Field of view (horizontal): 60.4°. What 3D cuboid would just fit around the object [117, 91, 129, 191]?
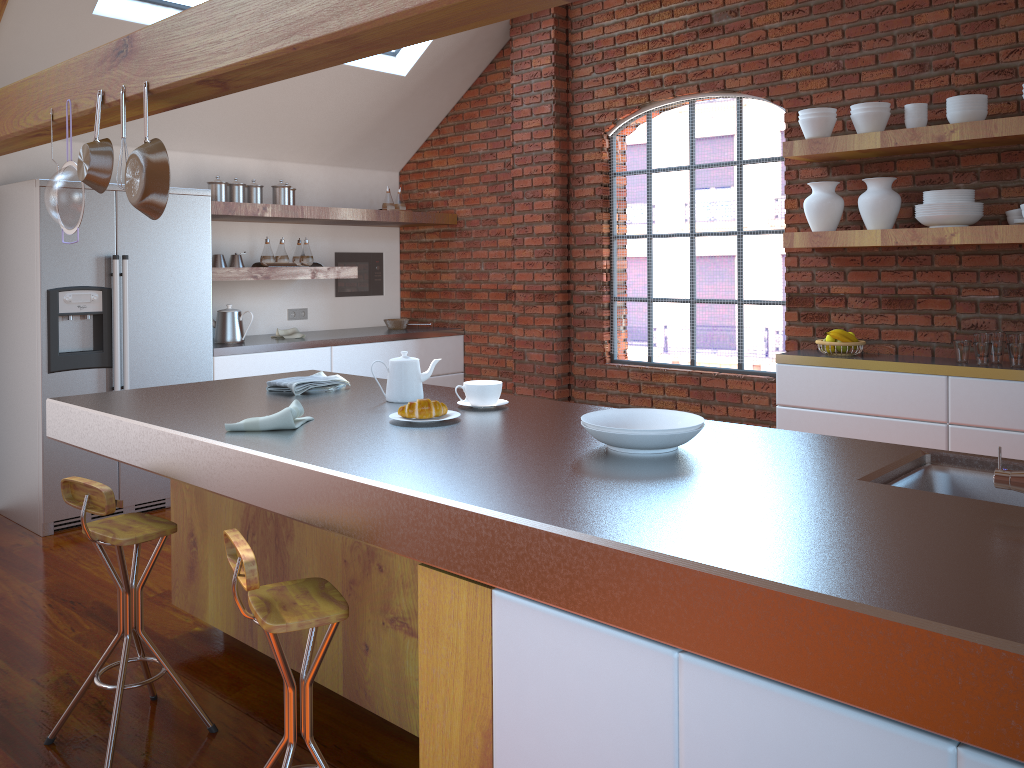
[{"bbox_3d":[-1.298,-0.813,2.941,0.046,0.331,0.045,-1,1,-22],"label":"object"}]

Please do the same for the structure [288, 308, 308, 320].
[{"bbox_3d":[-1.529,-0.497,6.255,0.033,0.080,0.161,1,5,43],"label":"structure"}]

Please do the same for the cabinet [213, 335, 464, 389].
[{"bbox_3d":[-1.285,0.119,5.981,0.713,0.815,1.992,3,7,43],"label":"cabinet"}]

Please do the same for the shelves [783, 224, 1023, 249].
[{"bbox_3d":[2.036,-0.672,4.010,1.540,0.076,0.339,7,10,43],"label":"shelves"}]

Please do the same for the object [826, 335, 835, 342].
[{"bbox_3d":[1.583,-0.223,4.372,0.045,0.053,0.052,2,4,31],"label":"object"}]

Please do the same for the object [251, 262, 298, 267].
[{"bbox_3d":[-1.530,-0.770,5.672,0.195,0.033,0.224,6,10,41],"label":"object"}]

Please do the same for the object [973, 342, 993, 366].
[{"bbox_3d":[2.072,-0.132,3.874,0.078,0.104,0.078,-1,3,-17],"label":"object"}]

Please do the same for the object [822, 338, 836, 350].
[{"bbox_3d":[1.594,-0.197,4.419,0.074,0.075,0.073,1,4,18],"label":"object"}]

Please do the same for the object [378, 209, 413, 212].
[{"bbox_3d":[-0.858,-1.254,6.398,0.195,0.033,0.224,6,10,41],"label":"object"}]

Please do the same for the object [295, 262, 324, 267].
[{"bbox_3d":[-1.394,-0.797,5.865,0.195,0.033,0.224,-6,9,-37],"label":"object"}]

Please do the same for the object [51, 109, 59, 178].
[{"bbox_3d":[-1.755,-0.910,3.376,0.023,0.288,0.059,-1,1,-32],"label":"object"}]

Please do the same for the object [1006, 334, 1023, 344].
[{"bbox_3d":[2.181,-0.162,3.803,0.078,0.104,0.078,-3,4,-35],"label":"object"}]

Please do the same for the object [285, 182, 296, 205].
[{"bbox_3d":[-1.491,-1.245,5.821,0.128,0.177,0.127,2,4,38],"label":"object"}]

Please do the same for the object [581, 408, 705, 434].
[{"bbox_3d":[0.300,0.107,2.027,0.281,0.055,0.284,1,8,15],"label":"object"}]

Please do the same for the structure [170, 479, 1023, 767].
[{"bbox_3d":[-0.015,0.645,2.192,3.129,0.763,1.027,6,8,43],"label":"structure"}]

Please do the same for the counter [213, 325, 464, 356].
[{"bbox_3d":[-1.287,-0.312,5.977,0.716,0.044,1.992,6,10,42],"label":"counter"}]

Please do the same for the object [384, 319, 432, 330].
[{"bbox_3d":[-0.776,-0.434,6.435,0.348,0.074,0.195,3,7,23],"label":"object"}]

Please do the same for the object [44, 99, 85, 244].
[{"bbox_3d":[-1.645,-0.772,3.191,0.273,0.528,0.085,1,2,43],"label":"object"}]

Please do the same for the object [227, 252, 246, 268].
[{"bbox_3d":[-1.710,-0.771,5.452,0.106,0.099,0.107,-1,4,-5],"label":"object"}]

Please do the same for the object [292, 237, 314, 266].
[{"bbox_3d":[-1.395,-0.880,5.865,0.093,0.192,0.203,-2,4,-38],"label":"object"}]

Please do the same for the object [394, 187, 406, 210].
[{"bbox_3d":[-0.823,-1.343,6.439,0.093,0.192,0.093,-1,2,-4],"label":"object"}]

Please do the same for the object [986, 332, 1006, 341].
[{"bbox_3d":[2.171,-0.180,3.943,0.078,0.104,0.078,-1,3,-17],"label":"object"}]

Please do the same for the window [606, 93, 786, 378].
[{"bbox_3d":[5.055,-0.639,4.668,17.450,9.892,3.639,3,3,33],"label":"window"}]

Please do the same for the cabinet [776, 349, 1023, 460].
[{"bbox_3d":[2.042,0.138,4.016,1.627,0.474,0.338,6,7,43],"label":"cabinet"}]

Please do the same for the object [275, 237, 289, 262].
[{"bbox_3d":[-1.494,-0.858,5.713,0.093,0.192,0.093,-1,2,-4],"label":"object"}]

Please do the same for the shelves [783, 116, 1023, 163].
[{"bbox_3d":[2.032,-1.126,4.006,1.540,0.076,0.339,7,10,43],"label":"shelves"}]

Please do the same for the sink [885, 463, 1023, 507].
[{"bbox_3d":[1.031,0.319,1.624,0.615,0.199,0.410,6,9,42],"label":"sink"}]

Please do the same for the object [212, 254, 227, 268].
[{"bbox_3d":[-1.791,-0.750,5.365,0.106,0.081,0.106,-2,5,-18],"label":"object"}]

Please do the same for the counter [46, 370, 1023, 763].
[{"bbox_3d":[-0.023,0.191,2.181,3.152,0.129,1.029,7,10,43],"label":"counter"}]

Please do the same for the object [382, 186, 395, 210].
[{"bbox_3d":[-0.894,-1.332,6.357,0.093,0.191,0.093,-2,2,-35],"label":"object"}]

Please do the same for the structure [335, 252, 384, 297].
[{"bbox_3d":[-1.151,-0.829,6.659,0.013,0.334,0.458,0,4,43],"label":"structure"}]

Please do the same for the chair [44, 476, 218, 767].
[{"bbox_3d":[-1.075,0.622,2.480,0.338,0.749,0.339,1,2,38],"label":"chair"}]

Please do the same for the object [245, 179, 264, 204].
[{"bbox_3d":[-1.641,-1.213,5.589,0.128,0.177,0.127,2,4,38],"label":"object"}]

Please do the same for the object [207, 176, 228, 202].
[{"bbox_3d":[-1.792,-1.180,5.357,0.128,0.177,0.127,2,4,38],"label":"object"}]

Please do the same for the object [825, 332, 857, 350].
[{"bbox_3d":[1.630,-0.207,4.320,0.176,0.094,0.064,-2,3,-10],"label":"object"}]

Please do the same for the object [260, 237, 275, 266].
[{"bbox_3d":[-1.565,-0.848,5.631,0.093,0.191,0.093,-2,2,-35],"label":"object"}]

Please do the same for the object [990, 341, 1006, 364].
[{"bbox_3d":[2.171,-0.142,3.944,0.078,0.104,0.078,-1,3,-17],"label":"object"}]

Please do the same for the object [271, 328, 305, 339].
[{"bbox_3d":[-1.467,-0.334,5.746,0.204,0.061,0.197,-4,8,-25],"label":"object"}]

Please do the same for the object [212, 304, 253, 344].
[{"bbox_3d":[-1.744,-0.370,5.404,0.302,0.238,0.181,-2,3,-16],"label":"object"}]

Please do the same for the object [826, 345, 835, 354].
[{"bbox_3d":[1.577,-0.174,4.363,0.046,0.046,0.056,-1,5,-14],"label":"object"}]

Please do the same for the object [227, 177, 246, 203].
[{"bbox_3d":[-1.718,-1.196,5.471,0.128,0.177,0.127,2,4,38],"label":"object"}]

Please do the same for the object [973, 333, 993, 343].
[{"bbox_3d":[2.072,-0.170,3.874,0.078,0.104,0.078,-1,3,-17],"label":"object"}]

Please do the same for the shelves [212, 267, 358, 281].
[{"bbox_3d":[-1.624,-0.711,5.656,0.656,0.076,1.070,6,10,42],"label":"shelves"}]

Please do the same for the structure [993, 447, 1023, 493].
[{"bbox_3d":[0.907,0.084,1.510,0.099,0.248,0.201,1,3,43],"label":"structure"}]

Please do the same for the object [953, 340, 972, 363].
[{"bbox_3d":[2.047,-0.147,4.000,0.077,0.104,0.078,0,3,13],"label":"object"}]

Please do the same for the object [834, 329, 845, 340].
[{"bbox_3d":[1.636,-0.246,4.405,0.070,0.061,0.068,-3,5,-31],"label":"object"}]

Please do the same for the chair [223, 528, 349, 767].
[{"bbox_3d":[-0.465,0.692,1.914,0.338,0.749,0.339,-1,2,-27],"label":"chair"}]

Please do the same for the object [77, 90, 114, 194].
[{"bbox_3d":[-1.452,-0.840,3.050,0.085,0.358,0.194,-1,2,-43],"label":"object"}]

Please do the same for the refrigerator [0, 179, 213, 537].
[{"bbox_3d":[-2.251,-0.202,4.889,0.782,1.770,0.914,1,2,43],"label":"refrigerator"}]

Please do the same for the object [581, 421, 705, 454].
[{"bbox_3d":[0.300,0.117,2.027,0.281,0.055,0.284,1,8,15],"label":"object"}]

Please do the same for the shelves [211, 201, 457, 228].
[{"bbox_3d":[-1.317,-1.141,5.987,0.656,0.076,1.986,6,10,42],"label":"shelves"}]

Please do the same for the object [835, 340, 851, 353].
[{"bbox_3d":[1.637,-0.189,4.358,0.077,0.065,0.076,-2,5,-14],"label":"object"}]

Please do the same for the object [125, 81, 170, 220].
[{"bbox_3d":[-1.182,-0.748,2.823,0.069,0.443,0.265,-1,2,-42],"label":"object"}]

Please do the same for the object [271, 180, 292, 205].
[{"bbox_3d":[-1.475,-1.219,5.626,0.128,0.177,0.127,2,4,38],"label":"object"}]
